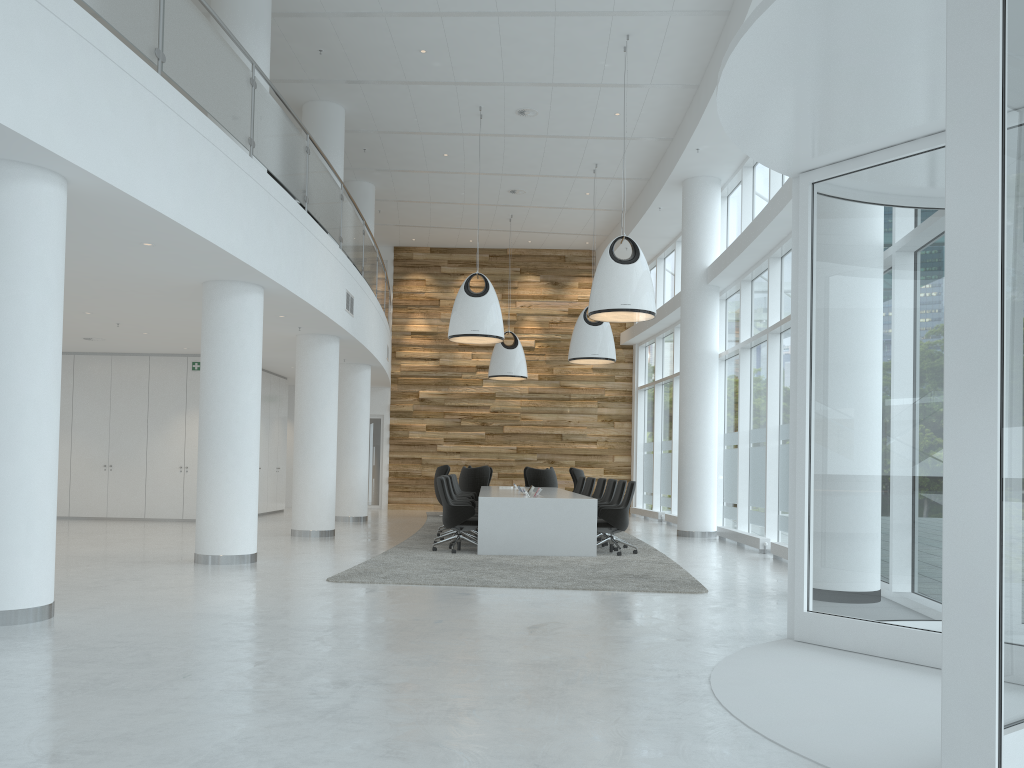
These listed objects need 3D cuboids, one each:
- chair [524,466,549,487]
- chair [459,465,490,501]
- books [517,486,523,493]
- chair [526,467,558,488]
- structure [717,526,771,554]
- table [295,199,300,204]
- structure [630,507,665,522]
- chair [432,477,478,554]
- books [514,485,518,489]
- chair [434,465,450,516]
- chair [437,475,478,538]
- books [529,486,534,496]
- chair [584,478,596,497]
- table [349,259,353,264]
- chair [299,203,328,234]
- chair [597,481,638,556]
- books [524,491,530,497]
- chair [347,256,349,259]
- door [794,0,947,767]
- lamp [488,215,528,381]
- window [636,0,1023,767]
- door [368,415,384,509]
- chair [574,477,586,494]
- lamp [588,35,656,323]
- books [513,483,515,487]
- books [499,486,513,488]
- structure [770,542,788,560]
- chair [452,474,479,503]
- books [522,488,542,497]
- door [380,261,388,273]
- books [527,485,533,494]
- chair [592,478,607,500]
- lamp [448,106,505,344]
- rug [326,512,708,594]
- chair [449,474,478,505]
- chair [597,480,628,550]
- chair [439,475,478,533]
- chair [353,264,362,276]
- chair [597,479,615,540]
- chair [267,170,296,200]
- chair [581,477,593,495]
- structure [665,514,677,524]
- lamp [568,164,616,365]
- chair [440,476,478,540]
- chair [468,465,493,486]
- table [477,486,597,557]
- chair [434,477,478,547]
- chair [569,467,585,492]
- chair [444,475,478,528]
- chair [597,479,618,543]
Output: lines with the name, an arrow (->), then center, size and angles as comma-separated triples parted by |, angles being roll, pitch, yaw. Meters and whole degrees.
chair -> 0.467, 2.496, 20.626 | 0.914, 1.150, 0.920 | 0, -3, 18
chair -> -0.661, 2.280, 18.589 | 0.914, 1.150, 0.920 | 0, -3, 18
books -> 0.162, 1.837, 14.997 | 0.153, 0.238, 0.191 | 1, -3, -2
chair -> 0.522, 2.304, 18.596 | 0.916, 1.150, 0.918 | 4, -4, -42
structure -> 3.487, 2.353, 13.463 | 0.150, 0.213, 2.699 | 1, -5, 0
table -> -3.128, -2.184, 11.934 | 0.799, 0.752, 0.801 | 2, -4, -12
structure -> 3.126, 3.017, 20.540 | 0.150, 0.213, 2.698 | 1, -5, -6
chair -> -0.693, 1.707, 11.576 | 0.674, 0.964, 0.687 | 1, -3, -7
books -> 0.112, 2.012, 16.755 | 0.139, 0.222, 0.162 | 1, -3, -1
chair -> -1.259, 2.361, 19.561 | 0.917, 1.150, 0.916 | 2, -3, -12
chair -> -0.838, 1.934, 13.999 | 0.674, 0.964, 0.687 | 1, -3, -7
books -> 0.284, 1.805, 14.664 | 0.158, 0.240, 0.353 | 1, -4, -2
chair -> 1.162, 2.127, 15.622 | 0.674, 0.964, 0.687 | 1, -3, -2
table -> -3.193, -1.829, 15.693 | 0.799, 0.752, 0.801 | -2, -5, 38
chair -> -3.111, -2.303, 12.819 | 0.914, 1.150, 0.920 | 2, -3, -8
chair -> 1.327, 1.760, 11.711 | 0.674, 0.964, 0.687 | 1, -3, 3
books -> 0.241, 1.589, 12.223 | 0.143, 0.226, 0.204 | 1, -3, -3
chair -> -3.192, -2.110, 14.869 | 0.914, 1.150, 0.919 | 2, -3, -14
door -> 3.183, 0.015, 4.286 | 2.995, 3.103, 3.007 | 1, -3, 8
lamp -> -0.057, -1.934, 19.697 | 0.884, 3.639, 0.886 | 0, -2, 37
window -> -16.876, -0.544, 18.516 | 62.945, 6.126, 30.905 | -3, -7, 38
door -> -4.174, 1.972, 22.619 | 1.805, 2.396, 0.132 | 1, -1, 1
chair -> 1.122, 2.286, 17.311 | 0.674, 0.964, 0.687 | 1, -3, -7
lamp -> 1.455, -2.680, 11.508 | 0.884, 3.639, 0.885 | -1, -2, 44
books -> 0.097, 2.036, 17.093 | 0.153, 0.240, 0.183 | 1, -3, -1
books -> -0.108, 1.918, 16.479 | 0.224, 0.026, 0.264 | 0, -5, 8
structure -> 3.400, 2.051, 10.289 | 0.150, 0.213, 2.699 | 1, -5, 3
chair -> -0.898, 2.234, 17.177 | 0.674, 0.964, 0.687 | 1, -3, 3
books -> 0.290, 1.627, 12.720 | 0.230, 0.274, 0.599 | 0, -5, 19
door -> -4.096, -1.981, 22.719 | 1.805, 2.396, 0.132 | 1, -1, 1
books -> 0.269, 1.784, 14.645 | 0.139, 0.229, 0.358 | 1, -4, -2
chair -> 1.267, 2.060, 14.889 | 0.674, 0.964, 0.687 | 1, -3, -7
lamp -> -0.523, -2.496, 13.858 | 0.884, 3.639, 0.885 | 0, -2, 44
rug -> 0.055, 2.513, 14.769 | 3.939, 0.010, 13.495 | 1, -5, -1
chair -> -0.877, 2.157, 16.363 | 0.674, 0.964, 0.687 | 1, -3, -2
chair -> 1.306, 1.836, 12.524 | 0.674, 0.964, 0.687 | 1, -3, -2
chair -> -0.881, 2.007, 14.783 | 0.674, 0.964, 0.687 | 1, -3, 3
chair -> -3.220, -1.949, 16.578 | 0.914, 1.150, 0.920 | 2, -3, -11
chair -> 1.310, 1.986, 14.105 | 0.674, 0.964, 0.687 | 1, -3, 3
chair -> -3.169, -2.466, 11.111 | 0.914, 1.150, 0.920 | 2, -3, -11
chair -> 1.182, 2.205, 16.437 | 0.674, 0.964, 0.687 | 1, -3, -2
structure -> 3.377, 2.723, 17.390 | 0.150, 0.213, 2.698 | 1, -5, -3
lamp -> 1.504, -2.221, 16.336 | 0.884, 3.639, 0.885 | 0, -2, 42
chair -> -0.732, 1.866, 13.265 | 0.674, 0.964, 0.687 | 1, -3, -2
chair -> -0.698, 2.469, 20.589 | 0.916, 1.150, 0.918 | 4, -4, -42
table -> 0.226, 2.115, 14.445 | 1.500, 0.737, 6.579 | 1, -5, -2
chair -> -0.753, 1.789, 12.451 | 0.674, 0.964, 0.687 | 1, -3, -2
chair -> 1.160, 2.418, 19.658 | 0.917, 1.150, 0.916 | 2, -3, -12
chair -> -0.842, 2.080, 15.545 | 0.674, 0.964, 0.687 | 1, -3, -2
chair -> 1.271, 1.913, 13.342 | 0.674, 0.964, 0.687 | 1, -3, -2
